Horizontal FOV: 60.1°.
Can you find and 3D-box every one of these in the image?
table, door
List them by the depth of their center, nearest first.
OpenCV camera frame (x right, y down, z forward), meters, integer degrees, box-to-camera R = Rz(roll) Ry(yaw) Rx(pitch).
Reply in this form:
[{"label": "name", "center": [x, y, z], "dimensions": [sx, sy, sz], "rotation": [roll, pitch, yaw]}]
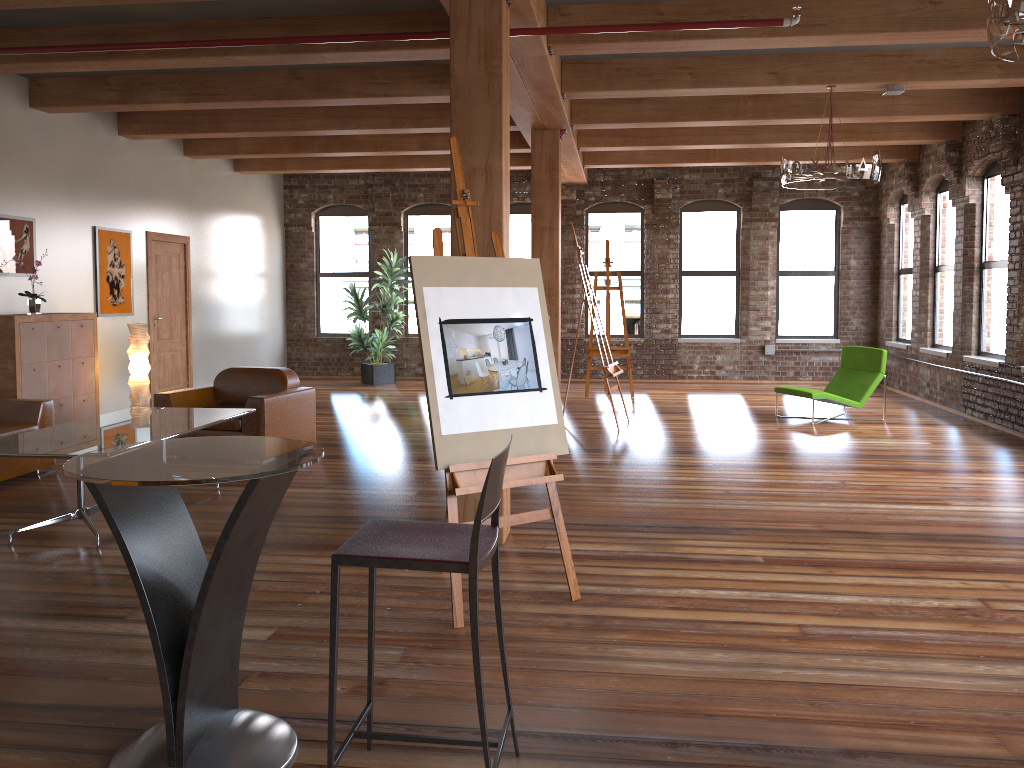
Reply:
[{"label": "table", "center": [-0.924, 0.671, 2.647], "dimensions": [0.722, 0.922, 0.723], "rotation": [3, 5, 32]}, {"label": "table", "center": [-2.436, 0.548, 5.568], "dimensions": [0.939, 0.558, 1.877], "rotation": [1, 6, 7]}, {"label": "door", "center": [-4.249, -0.773, 10.856], "dimensions": [0.226, 2.114, 1.033], "rotation": [0, 4, 7]}]

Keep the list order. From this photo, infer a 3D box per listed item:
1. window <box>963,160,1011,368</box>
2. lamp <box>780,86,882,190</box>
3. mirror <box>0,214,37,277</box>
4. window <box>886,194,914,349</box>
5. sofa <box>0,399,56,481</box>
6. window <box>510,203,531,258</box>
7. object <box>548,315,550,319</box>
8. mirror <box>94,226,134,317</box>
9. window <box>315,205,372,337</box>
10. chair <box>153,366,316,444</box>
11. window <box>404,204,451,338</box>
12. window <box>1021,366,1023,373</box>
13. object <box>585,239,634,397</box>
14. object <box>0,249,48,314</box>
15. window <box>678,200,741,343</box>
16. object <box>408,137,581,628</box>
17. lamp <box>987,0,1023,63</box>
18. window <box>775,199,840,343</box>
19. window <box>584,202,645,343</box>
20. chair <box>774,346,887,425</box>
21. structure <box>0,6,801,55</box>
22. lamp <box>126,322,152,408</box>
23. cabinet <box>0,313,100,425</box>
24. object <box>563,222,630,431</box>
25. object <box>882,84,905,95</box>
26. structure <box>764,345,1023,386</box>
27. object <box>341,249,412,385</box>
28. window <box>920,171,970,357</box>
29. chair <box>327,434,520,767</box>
[{"label": "window", "center": [5.164, -1.318, 9.486], "dimensions": [0.233, 2.209, 0.971], "rotation": [0, 4, 7]}, {"label": "lamp", "center": [2.684, -2.094, 7.462], "dimensions": [0.811, 0.813, 0.810], "rotation": [4, 6, 43]}, {"label": "mirror", "center": [-4.516, -1.243, 7.969], "dimensions": [0.025, 0.546, 0.696], "rotation": [0, 5, 7]}, {"label": "window", "center": [5.524, -1.619, 12.421], "dimensions": [0.232, 2.209, 0.971], "rotation": [0, 4, 7]}, {"label": "sofa", "center": [-4.203, 0.431, 5.881], "dimensions": [0.951, 0.733, 2.421], "rotation": [1, 6, 7]}, {"label": "window", "center": [0.167, -1.789, 14.189], "dimensions": [0.968, 2.222, 0.222], "rotation": [0, 3, 7]}, {"label": "object", "center": [0.342, -0.685, 9.192], "dimensions": [0.095, 0.095, 0.061], "rotation": [0, 4, 7]}, {"label": "mirror", "center": [-4.315, -1.210, 9.622], "dimensions": [0.025, 0.950, 0.696], "rotation": [0, 4, 7]}, {"label": "window", "center": [-2.765, -1.858, 14.614], "dimensions": [0.968, 2.164, 0.086], "rotation": [0, 3, 7]}, {"label": "chair", "center": [-2.368, 0.250, 7.634], "dimensions": [1.064, 0.733, 0.833], "rotation": [1, 5, 17]}, {"label": "window", "center": [-1.283, -1.841, 14.433], "dimensions": [0.968, 2.164, 0.086], "rotation": [0, 3, 7]}, {"label": "window", "center": [4.985, -1.169, 8.035], "dimensions": [0.230, 2.209, 0.971], "rotation": [0, 4, 7]}, {"label": "object", "center": [1.318, -0.919, 12.139], "dimensions": [0.662, 2.135, 0.687], "rotation": [0, 3, 2]}, {"label": "object", "center": [-4.324, -0.920, 7.943], "dimensions": [0.370, 0.587, 0.299], "rotation": [0, 4, 1]}, {"label": "window", "center": [3.083, -1.760, 13.834], "dimensions": [0.968, 2.212, 0.219], "rotation": [0, 3, 7]}, {"label": "object", "center": [-0.133, -0.094, 4.096], "dimensions": [0.702, 2.135, 0.686], "rotation": [-2, 4, -33]}, {"label": "lamp", "center": [2.156, -1.652, 3.152], "dimensions": [0.810, 0.813, 0.811], "rotation": [-4, 6, -40]}, {"label": "window", "center": [4.559, -1.743, 13.653], "dimensions": [0.968, 2.212, 0.219], "rotation": [0, 3, 7]}, {"label": "window", "center": [1.622, -1.772, 14.011], "dimensions": [0.968, 2.222, 0.222], "rotation": [0, 3, 7]}, {"label": "chair", "center": [3.498, -0.004, 9.759], "dimensions": [0.956, 0.794, 0.682], "rotation": [-2, 5, -18]}, {"label": "structure", "center": [-1.629, -2.265, 5.773], "dimensions": [6.808, 0.111, 0.051], "rotation": [1, 4, 7]}, {"label": "lamp", "center": [-3.779, -0.077, 9.015], "dimensions": [0.271, 1.111, 0.261], "rotation": [-3, 4, -38]}, {"label": "cabinet", "center": [-4.304, -0.034, 8.101], "dimensions": [0.419, 1.206, 1.190], "rotation": [0, 5, 7]}, {"label": "object", "center": [0.853, -0.631, 9.326], "dimensions": [0.685, 2.135, 0.663], "rotation": [1, 4, 17]}, {"label": "object", "center": [3.194, -2.469, 7.416], "dimensions": [0.145, 0.072, 0.148], "rotation": [1, 5, 7]}, {"label": "structure", "center": [4.692, 0.254, 6.866], "dimensions": [1.633, 0.312, 13.754], "rotation": [0, 6, 0]}, {"label": "object", "center": [-2.118, -1.063, 13.778], "dimensions": [1.080, 2.098, 0.969], "rotation": [-1, 4, -15]}, {"label": "window", "center": [5.342, -1.467, 10.941], "dimensions": [0.231, 2.209, 0.971], "rotation": [0, 4, 7]}, {"label": "chair", "center": [-0.234, 0.653, 2.471], "dimensions": [0.467, 0.979, 0.431], "rotation": [0, 4, 7]}]
